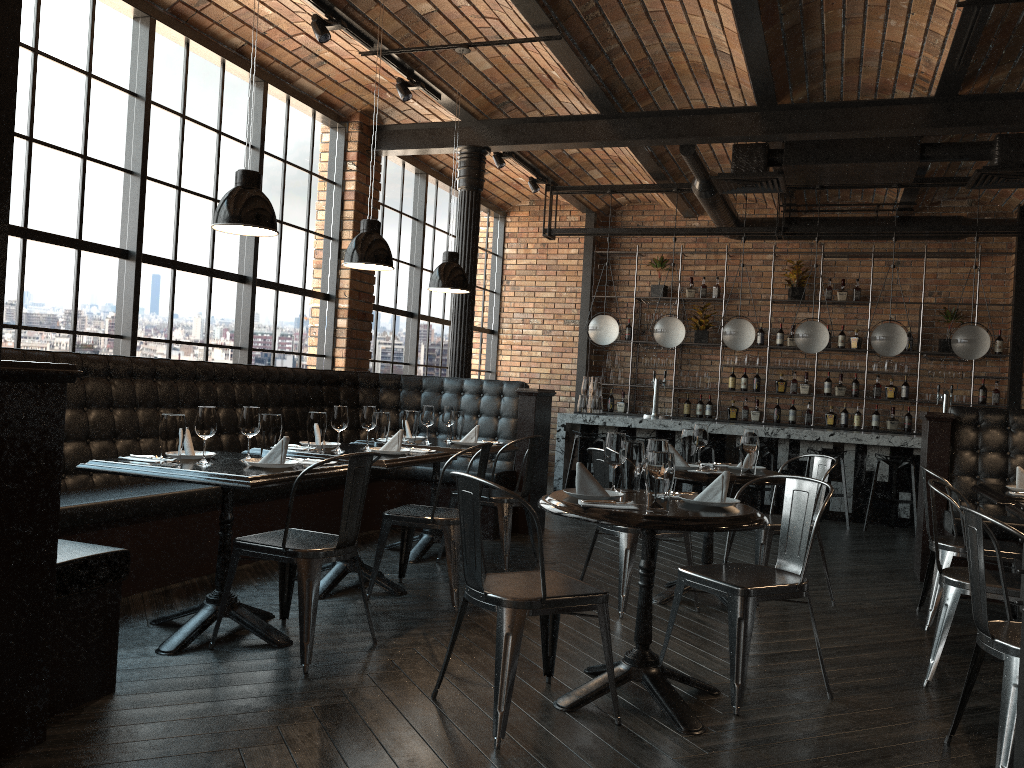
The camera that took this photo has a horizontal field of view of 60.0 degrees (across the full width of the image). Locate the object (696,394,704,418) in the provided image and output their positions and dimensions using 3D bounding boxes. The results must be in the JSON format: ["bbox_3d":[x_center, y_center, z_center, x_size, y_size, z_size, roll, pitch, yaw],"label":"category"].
[{"bbox_3d":[2.398,0.279,11.292,0.086,0.298,0.086,3,0,-21],"label":"object"}]

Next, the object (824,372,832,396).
[{"bbox_3d":[3.834,-0.002,10.753,0.086,0.298,0.086,3,0,-21],"label":"object"}]

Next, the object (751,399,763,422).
[{"bbox_3d":[3.041,0.327,11.010,0.123,0.279,0.123,3,0,34],"label":"object"}]

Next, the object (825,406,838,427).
[{"bbox_3d":[3.860,0.390,10.726,0.151,0.248,0.094,3,0,29],"label":"object"}]

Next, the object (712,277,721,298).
[{"bbox_3d":[2.592,-1.211,11.223,0.083,0.282,0.083,3,0,35],"label":"object"}]

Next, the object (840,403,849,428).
[{"bbox_3d":[4.011,0.374,10.687,0.086,0.298,0.086,3,0,-21],"label":"object"}]

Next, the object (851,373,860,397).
[{"bbox_3d":[4.124,0.015,10.643,0.086,0.299,0.086,3,0,-21],"label":"object"}]

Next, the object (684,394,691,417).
[{"bbox_3d":[2.242,0.272,11.322,0.086,0.299,0.086,3,0,-21],"label":"object"}]

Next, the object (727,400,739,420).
[{"bbox_3d":[2.770,0.327,11.122,0.151,0.248,0.094,3,0,9],"label":"object"}]

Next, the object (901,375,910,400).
[{"bbox_3d":[4.644,0.046,10.465,0.086,0.298,0.086,3,0,-21],"label":"object"}]

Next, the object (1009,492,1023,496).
[{"bbox_3d":[2.696,0.567,4.542,0.255,0.019,0.157,3,0,20],"label":"object"}]

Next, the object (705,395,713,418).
[{"bbox_3d":[2.501,0.286,11.229,0.086,0.298,0.086,3,0,-21],"label":"object"}]

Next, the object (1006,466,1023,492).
[{"bbox_3d":[2.797,0.518,4.780,0.232,0.139,0.232,3,0,-22],"label":"object"}]

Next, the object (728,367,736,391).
[{"bbox_3d":[2.771,-0.062,11.138,0.086,0.299,0.086,3,0,-21],"label":"object"}]

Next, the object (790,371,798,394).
[{"bbox_3d":[3.464,-0.015,10.880,0.083,0.282,0.083,3,0,20],"label":"object"}]

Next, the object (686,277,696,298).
[{"bbox_3d":[2.289,-1.226,11.335,0.123,0.279,0.123,3,0,9],"label":"object"}]

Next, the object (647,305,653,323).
[{"bbox_3d":[1.803,-0.927,11.581,0.092,0.244,0.092,3,0,26],"label":"object"}]

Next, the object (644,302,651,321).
[{"bbox_3d":[1.746,-0.931,11.426,0.092,0.244,0.092,3,0,26],"label":"object"}]

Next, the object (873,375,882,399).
[{"bbox_3d":[4.350,0.036,10.557,0.083,0.282,0.083,3,0,5],"label":"object"}]

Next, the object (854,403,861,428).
[{"bbox_3d":[4.143,0.382,10.624,0.080,0.299,0.080,3,0,22],"label":"object"}]

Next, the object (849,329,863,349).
[{"bbox_3d":[4.132,-0.530,10.648,0.094,0.248,0.151,3,0,-41],"label":"object"}]

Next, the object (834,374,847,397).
[{"bbox_3d":[3.959,0.016,10.685,0.123,0.279,0.123,3,0,9],"label":"object"}]

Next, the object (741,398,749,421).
[{"bbox_3d":[2.916,0.318,11.070,0.083,0.282,0.083,3,0,20],"label":"object"}]

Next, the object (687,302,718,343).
[{"bbox_3d":[2.422,-0.767,11.245,0.430,0.526,0.425,3,0,32],"label":"object"}]

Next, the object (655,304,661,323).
[{"bbox_3d":[1.906,-0.921,11.544,0.092,0.244,0.092,3,0,26],"label":"object"}]

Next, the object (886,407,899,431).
[{"bbox_3d":[4.499,0.411,10.480,0.123,0.279,0.123,3,0,9],"label":"object"}]

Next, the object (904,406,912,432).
[{"bbox_3d":[4.665,0.410,10.438,0.086,0.299,0.086,3,0,-21],"label":"object"}]

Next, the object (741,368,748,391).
[{"bbox_3d":[2.917,-0.055,11.112,0.086,0.298,0.086,3,0,-21],"label":"object"}]

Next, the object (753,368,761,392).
[{"bbox_3d":[3.049,-0.047,11.034,0.086,0.297,0.086,3,0,-21],"label":"object"}]

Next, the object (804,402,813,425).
[{"bbox_3d":[3.617,0.358,10.815,0.083,0.282,0.083,3,0,5],"label":"object"}]

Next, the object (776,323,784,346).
[{"bbox_3d":[3.318,-0.603,10.954,0.086,0.298,0.086,3,0,-21],"label":"object"}]

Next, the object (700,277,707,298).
[{"bbox_3d":[2.436,-1.220,11.280,0.083,0.282,0.083,3,0,5],"label":"object"}]

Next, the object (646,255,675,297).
[{"bbox_3d":[1.920,-1.385,11.499,0.377,0.554,0.422,3,0,8],"label":"object"}]

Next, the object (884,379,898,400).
[{"bbox_3d":[4.493,0.063,10.504,0.151,0.248,0.094,3,0,29],"label":"object"}]

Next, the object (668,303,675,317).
[{"bbox_3d":[2.040,-0.914,11.319,0.092,0.244,0.092,3,0,26],"label":"object"}]

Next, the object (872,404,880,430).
[{"bbox_3d":[4.337,0.391,10.561,0.086,0.298,0.086,3,0,-21],"label":"object"}]

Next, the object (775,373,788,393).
[{"bbox_3d":[3.318,-0.005,10.932,0.151,0.248,0.094,3,0,9],"label":"object"}]

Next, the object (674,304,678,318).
[{"bbox_3d":[2.096,-0.910,11.474,0.092,0.244,0.092,3,0,26],"label":"object"}]

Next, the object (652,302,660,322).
[{"bbox_3d":[1.850,-0.925,11.389,0.092,0.244,0.092,3,0,26],"label":"object"}]

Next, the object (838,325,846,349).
[{"bbox_3d":[3.995,-0.564,10.733,0.086,0.298,0.086,3,0,-21],"label":"object"}]

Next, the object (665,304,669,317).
[{"bbox_3d":[1.999,-0.916,11.510,0.092,0.244,0.092,3,0,26],"label":"object"}]

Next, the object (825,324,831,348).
[{"bbox_3d":[3.831,-0.574,10.763,0.086,0.299,0.086,3,0,-21],"label":"object"}]

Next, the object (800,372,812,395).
[{"bbox_3d":[3.589,-0.005,10.819,0.123,0.279,0.123,3,0,34],"label":"object"}]

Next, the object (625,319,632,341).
[{"bbox_3d":[1.528,-0.707,11.601,0.086,0.299,0.086,3,0,-21],"label":"object"}]

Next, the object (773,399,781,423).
[{"bbox_3d":[3.267,0.330,10.916,0.086,0.297,0.086,3,0,-36],"label":"object"}]

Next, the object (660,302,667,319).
[{"bbox_3d":[1.943,-0.919,11.355,0.092,0.244,0.092,3,0,26],"label":"object"}]

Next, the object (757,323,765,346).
[{"bbox_3d":[3.100,-0.615,11.040,0.086,0.298,0.086,3,0,-21],"label":"object"}]

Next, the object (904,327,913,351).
[{"bbox_3d":[4.680,-0.524,10.453,0.086,0.297,0.086,3,0,-21],"label":"object"}]

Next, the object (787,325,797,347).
[{"bbox_3d":[3.442,-0.585,10.886,0.123,0.279,0.123,3,0,9],"label":"object"}]
